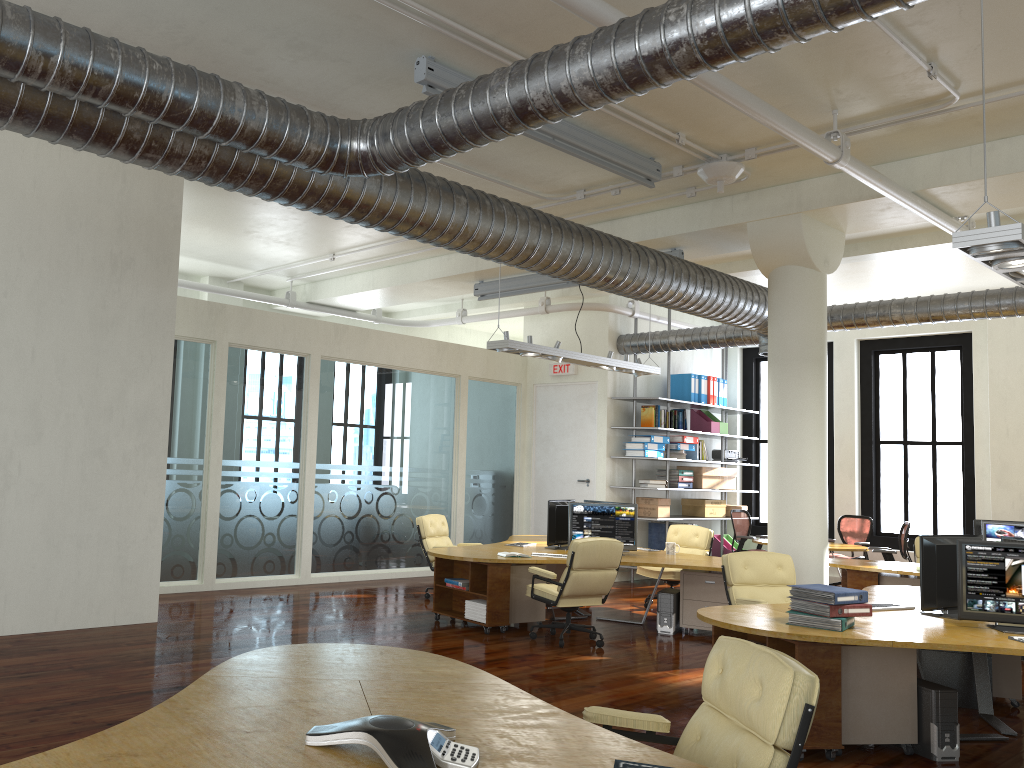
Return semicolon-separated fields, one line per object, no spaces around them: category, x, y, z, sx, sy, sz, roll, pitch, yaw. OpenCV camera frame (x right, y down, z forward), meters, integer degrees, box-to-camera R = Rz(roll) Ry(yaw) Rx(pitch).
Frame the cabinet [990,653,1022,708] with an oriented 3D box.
cabinet;3.555;2.112;7.159;0.938;0.708;0.839;1;-5;15

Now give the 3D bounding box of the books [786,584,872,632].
books;1.918;1.379;5.499;0.420;0.226;0.451;6;-6;-33

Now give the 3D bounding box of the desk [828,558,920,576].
desk;5.868;2.411;9.387;3.178;0.733;4.262;7;-7;-39

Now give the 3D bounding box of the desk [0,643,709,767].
desk;0.116;1.436;1.939;3.772;0.733;3.603;0;-6;22

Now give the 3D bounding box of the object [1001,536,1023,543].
object;3.632;1.334;5.961;0.282;0.552;0.833;3;-5;-14

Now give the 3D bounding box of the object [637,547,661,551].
object;1.492;1.951;10.528;0.208;0.016;0.522;7;-7;-41

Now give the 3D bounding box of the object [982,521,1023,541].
object;5.335;1.717;9.141;0.889;0.552;0.263;-2;-7;40

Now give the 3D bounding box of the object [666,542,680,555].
object;1.813;1.862;10.035;0.142;0.131;0.109;2;-5;-3

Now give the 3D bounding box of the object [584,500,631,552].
object;1.127;1.636;10.222;0.265;0.552;0.882;6;-6;-37

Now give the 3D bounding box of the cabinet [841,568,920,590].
cabinet;4.181;2.396;9.811;0.954;0.708;0.824;0;-6;20

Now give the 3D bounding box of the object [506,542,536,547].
object;0.099;1.875;10.372;0.248;0.016;0.438;0;-6;23

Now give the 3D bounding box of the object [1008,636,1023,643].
object;3.211;1.508;5.162;0.475;0.016;0.230;3;-6;-1

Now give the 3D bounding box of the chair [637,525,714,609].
chair;1.988;2.249;10.918;0.712;1.020;0.782;5;-6;-35

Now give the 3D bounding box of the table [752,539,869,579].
table;4.247;2.658;12.675;1.405;0.744;1.563;4;-6;-19

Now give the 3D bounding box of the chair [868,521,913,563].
chair;1.338;2.360;13.048;8.381;1.157;0.891;1;-5;17

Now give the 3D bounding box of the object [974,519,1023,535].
object;5.460;1.777;9.707;0.807;0.552;0.291;2;-5;-1

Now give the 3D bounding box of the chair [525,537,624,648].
chair;0.579;1.951;8.485;0.654;1.020;0.851;5;-6;-35

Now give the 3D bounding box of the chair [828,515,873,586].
chair;4.994;2.533;13.169;0.692;1.157;0.792;6;-6;-36

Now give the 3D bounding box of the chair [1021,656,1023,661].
chair;4.774;2.116;8.275;0.759;1.020;0.737;0;-5;15

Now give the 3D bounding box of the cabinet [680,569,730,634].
cabinet;2.269;2.258;9.262;0.960;0.708;0.818;0;-6;23

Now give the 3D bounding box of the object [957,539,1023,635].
object;3.267;1.280;5.573;0.847;0.552;0.277;1;-5;14

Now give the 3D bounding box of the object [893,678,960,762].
object;2.511;2.056;5.518;0.172;0.411;0.502;3;-5;-19

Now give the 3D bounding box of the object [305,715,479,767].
object;-0.335;1.078;2.735;0.570;0.093;0.391;-2;-7;40

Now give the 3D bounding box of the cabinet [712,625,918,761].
cabinet;1.919;1.891;5.630;0.854;0.708;0.923;4;-5;-15

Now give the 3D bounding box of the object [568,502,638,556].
object;0.998;1.578;9.684;0.780;0.552;0.301;3;-5;-11

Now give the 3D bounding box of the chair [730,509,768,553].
chair;3.698;2.497;13.385;0.656;1.157;0.835;6;-7;-41

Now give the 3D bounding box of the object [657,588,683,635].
object;1.662;2.389;9.338;0.195;0.411;0.442;0;-6;23

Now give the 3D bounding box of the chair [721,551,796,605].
chair;2.156;1.887;7.107;0.688;1.020;0.814;3;-5;-16

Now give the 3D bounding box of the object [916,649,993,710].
object;3.314;2.206;6.696;0.510;0.411;0.169;0;-5;18

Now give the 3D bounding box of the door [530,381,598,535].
door;0.804;1.485;13.980;1.363;3.028;0.087;-3;-7;44

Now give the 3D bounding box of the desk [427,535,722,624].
desk;0.793;2.280;10.352;3.849;0.733;3.550;3;-6;-6

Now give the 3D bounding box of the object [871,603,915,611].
object;2.641;1.602;6.394;0.439;0.016;0.248;5;-6;-28

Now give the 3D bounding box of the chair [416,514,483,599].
chair;-0.725;2.116;10.777;0.852;1.020;0.653;-1;-6;30

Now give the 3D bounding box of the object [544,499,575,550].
object;0.566;1.609;10.205;0.318;0.552;0.737;-1;-6;28

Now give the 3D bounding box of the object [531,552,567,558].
object;0.444;1.771;9.143;0.498;0.016;0.218;1;-6;13

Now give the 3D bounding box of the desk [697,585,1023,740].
desk;3.360;1.991;6.197;4.129;0.733;3.297;1;-6;16

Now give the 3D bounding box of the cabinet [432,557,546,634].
cabinet;-0.205;2.147;9.234;0.808;0.708;0.969;6;-7;-37

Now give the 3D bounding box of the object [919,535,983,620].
object;3.068;1.330;6.184;0.738;0.552;0.317;6;-6;-33

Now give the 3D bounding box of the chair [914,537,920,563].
chair;5.280;2.375;10.721;0.768;1.020;0.726;0;-6;20

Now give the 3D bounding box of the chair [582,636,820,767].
chair;0.578;1.437;3.169;0.776;1.020;0.723;2;-5;-5

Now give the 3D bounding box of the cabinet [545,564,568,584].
cabinet;0.572;2.390;11.389;0.873;0.708;0.905;3;-5;-7

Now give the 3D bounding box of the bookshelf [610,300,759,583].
bookshelf;2.914;0.987;14.318;3.257;4.599;0.724;7;-7;-44
